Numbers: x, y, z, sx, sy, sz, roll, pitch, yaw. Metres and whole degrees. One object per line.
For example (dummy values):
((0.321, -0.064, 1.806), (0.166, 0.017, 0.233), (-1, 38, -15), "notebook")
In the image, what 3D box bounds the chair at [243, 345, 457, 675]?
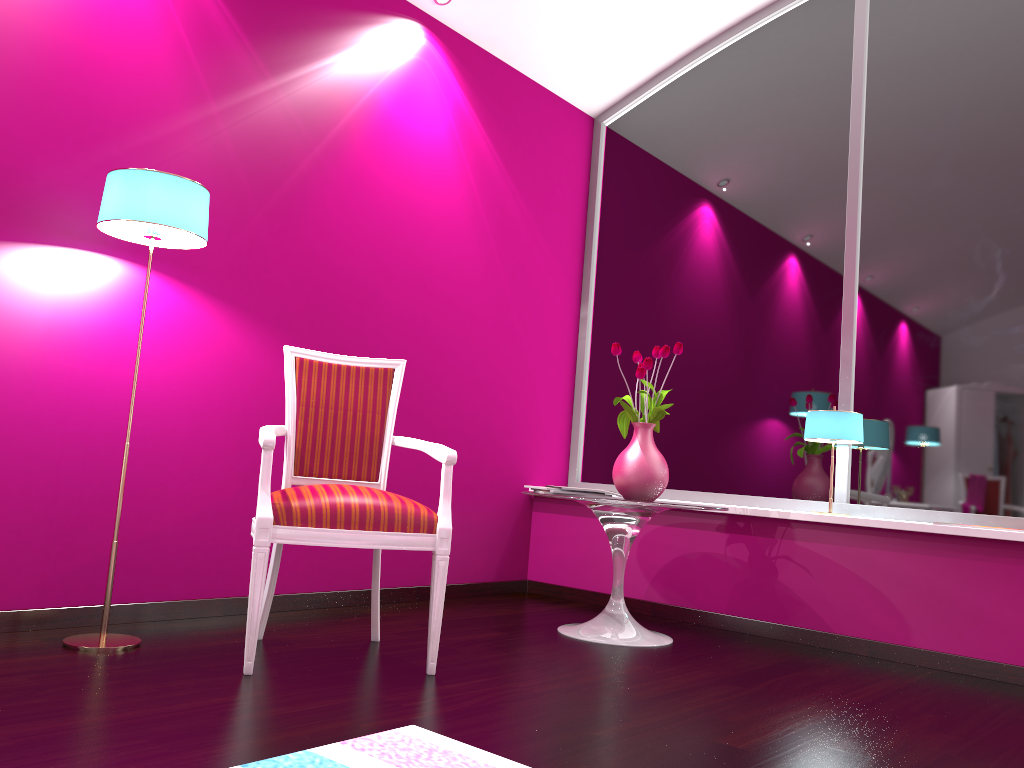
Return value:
((-0.483, 0.332, 2.576), (0.528, 0.901, 0.511), (7, -6, -20), "chair")

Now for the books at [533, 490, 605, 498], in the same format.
((0.207, 0.407, 3.285), (0.220, 0.007, 0.300), (5, -6, -5), "books")

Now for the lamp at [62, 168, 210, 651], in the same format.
((-1.083, 0.051, 2.531), (0.303, 1.352, 0.303), (9, -8, -39), "lamp")

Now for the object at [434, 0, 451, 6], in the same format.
((-0.294, -1.646, 3.758), (0.085, 0.058, 0.080), (0, -8, 40), "object")

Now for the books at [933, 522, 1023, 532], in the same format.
((1.680, 0.513, 3.174), (0.300, 0.007, 0.220), (1, -7, 29), "books")

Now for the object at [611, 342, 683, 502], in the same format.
((0.500, 0.139, 3.374), (0.264, 0.614, 0.242), (3, -6, 14), "object")

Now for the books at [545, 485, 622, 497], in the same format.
((0.260, 0.397, 3.283), (0.221, 0.020, 0.300), (5, -6, -8), "books")

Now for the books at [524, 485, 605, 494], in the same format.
((0.192, 0.396, 3.320), (0.220, 0.007, 0.300), (6, -6, -14), "books")

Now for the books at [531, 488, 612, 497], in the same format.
((0.215, 0.401, 3.282), (0.220, 0.007, 0.300), (6, -6, -14), "books")

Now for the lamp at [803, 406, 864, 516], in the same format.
((1.292, 0.307, 3.576), (0.229, 0.438, 0.229), (5, -6, -5), "lamp")

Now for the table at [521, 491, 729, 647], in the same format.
((0.400, 0.680, 3.303), (0.771, 0.500, 0.770), (5, -6, -5), "table")

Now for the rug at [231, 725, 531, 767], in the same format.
((-0.346, 0.590, 0.637), (1.400, 0.018, 2.100), (0, -8, 40), "rug")
